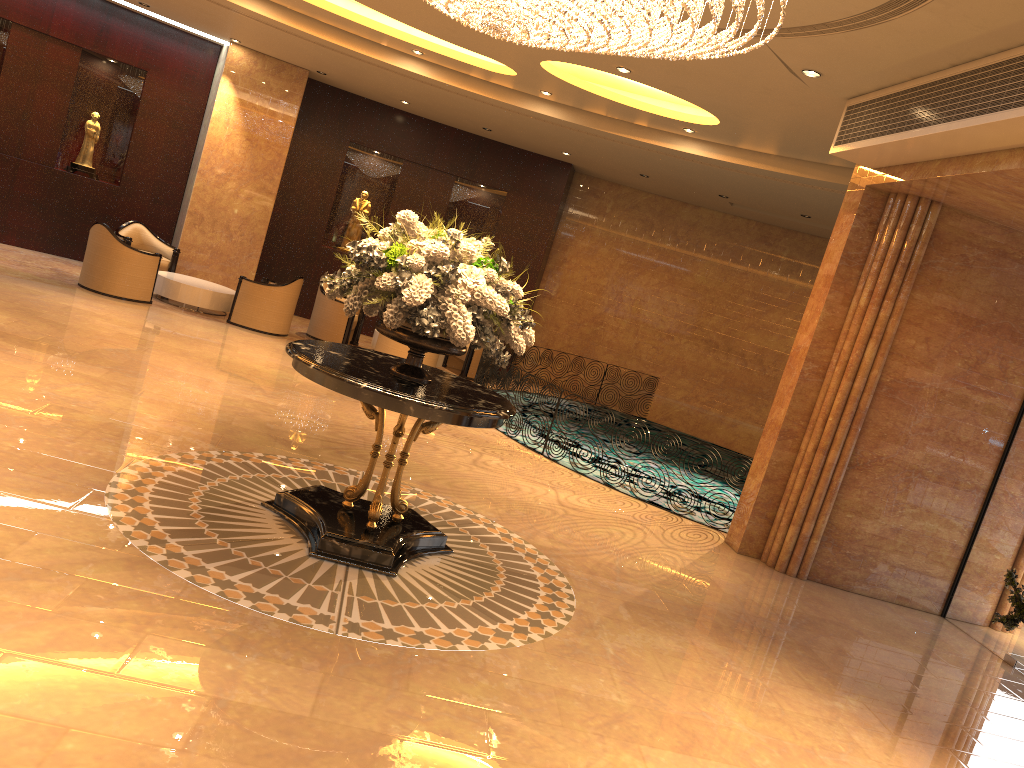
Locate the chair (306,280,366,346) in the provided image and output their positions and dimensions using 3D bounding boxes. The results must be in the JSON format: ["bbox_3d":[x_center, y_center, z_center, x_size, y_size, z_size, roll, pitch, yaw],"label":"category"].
[{"bbox_3d":[-2.748,-1.122,13.966,0.769,0.916,0.951,17,7,1],"label":"chair"}]

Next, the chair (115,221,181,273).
[{"bbox_3d":[-5.715,-1.998,13.667,0.769,0.916,0.951,23,9,40],"label":"chair"}]

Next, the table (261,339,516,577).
[{"bbox_3d":[-0.836,0.451,5.661,1.493,1.089,1.493,15,7,-16],"label":"table"}]

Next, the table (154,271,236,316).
[{"bbox_3d":[-4.728,-1.340,13.217,1.196,0.354,1.196,19,7,17],"label":"table"}]

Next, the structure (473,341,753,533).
[{"bbox_3d":[1.302,0.408,12.995,3.815,0.995,7.624,18,7,9],"label":"structure"}]

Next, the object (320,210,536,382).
[{"bbox_3d":[-0.509,-0.527,5.506,1.277,0.999,1.318,20,8,21],"label":"object"}]

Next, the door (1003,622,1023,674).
[{"bbox_3d":[4.656,1.165,6.447,0.195,2.758,1.880,16,7,-9],"label":"door"}]

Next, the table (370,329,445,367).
[{"bbox_3d":[-1.685,-0.548,14.354,1.196,0.354,1.196,19,7,18],"label":"table"}]

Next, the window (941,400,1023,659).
[{"bbox_3d":[4.766,0.807,6.401,0.047,3.571,3.515,16,7,-9],"label":"window"}]

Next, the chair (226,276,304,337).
[{"bbox_3d":[-3.542,-1.239,12.983,0.769,0.916,0.951,18,7,6],"label":"chair"}]

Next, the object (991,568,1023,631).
[{"bbox_3d":[3.721,1.225,5.383,1.250,2.363,0.843,13,8,-28],"label":"object"}]

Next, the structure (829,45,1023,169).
[{"bbox_3d":[3.296,-1.859,5.791,0.425,0.483,4.113,16,7,-9],"label":"structure"}]

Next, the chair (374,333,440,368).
[{"bbox_3d":[-1.479,-0.605,13.004,0.951,0.916,0.769,15,7,-14],"label":"chair"}]

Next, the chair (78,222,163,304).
[{"bbox_3d":[-5.368,-1.683,12.059,0.951,0.916,0.769,21,8,26],"label":"chair"}]

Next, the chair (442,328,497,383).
[{"bbox_3d":[-0.606,-0.583,14.907,0.769,0.916,0.951,12,9,-34],"label":"chair"}]

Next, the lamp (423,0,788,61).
[{"bbox_3d":[0.073,-2.683,5.246,3.206,1.196,3.204,21,8,28],"label":"lamp"}]
